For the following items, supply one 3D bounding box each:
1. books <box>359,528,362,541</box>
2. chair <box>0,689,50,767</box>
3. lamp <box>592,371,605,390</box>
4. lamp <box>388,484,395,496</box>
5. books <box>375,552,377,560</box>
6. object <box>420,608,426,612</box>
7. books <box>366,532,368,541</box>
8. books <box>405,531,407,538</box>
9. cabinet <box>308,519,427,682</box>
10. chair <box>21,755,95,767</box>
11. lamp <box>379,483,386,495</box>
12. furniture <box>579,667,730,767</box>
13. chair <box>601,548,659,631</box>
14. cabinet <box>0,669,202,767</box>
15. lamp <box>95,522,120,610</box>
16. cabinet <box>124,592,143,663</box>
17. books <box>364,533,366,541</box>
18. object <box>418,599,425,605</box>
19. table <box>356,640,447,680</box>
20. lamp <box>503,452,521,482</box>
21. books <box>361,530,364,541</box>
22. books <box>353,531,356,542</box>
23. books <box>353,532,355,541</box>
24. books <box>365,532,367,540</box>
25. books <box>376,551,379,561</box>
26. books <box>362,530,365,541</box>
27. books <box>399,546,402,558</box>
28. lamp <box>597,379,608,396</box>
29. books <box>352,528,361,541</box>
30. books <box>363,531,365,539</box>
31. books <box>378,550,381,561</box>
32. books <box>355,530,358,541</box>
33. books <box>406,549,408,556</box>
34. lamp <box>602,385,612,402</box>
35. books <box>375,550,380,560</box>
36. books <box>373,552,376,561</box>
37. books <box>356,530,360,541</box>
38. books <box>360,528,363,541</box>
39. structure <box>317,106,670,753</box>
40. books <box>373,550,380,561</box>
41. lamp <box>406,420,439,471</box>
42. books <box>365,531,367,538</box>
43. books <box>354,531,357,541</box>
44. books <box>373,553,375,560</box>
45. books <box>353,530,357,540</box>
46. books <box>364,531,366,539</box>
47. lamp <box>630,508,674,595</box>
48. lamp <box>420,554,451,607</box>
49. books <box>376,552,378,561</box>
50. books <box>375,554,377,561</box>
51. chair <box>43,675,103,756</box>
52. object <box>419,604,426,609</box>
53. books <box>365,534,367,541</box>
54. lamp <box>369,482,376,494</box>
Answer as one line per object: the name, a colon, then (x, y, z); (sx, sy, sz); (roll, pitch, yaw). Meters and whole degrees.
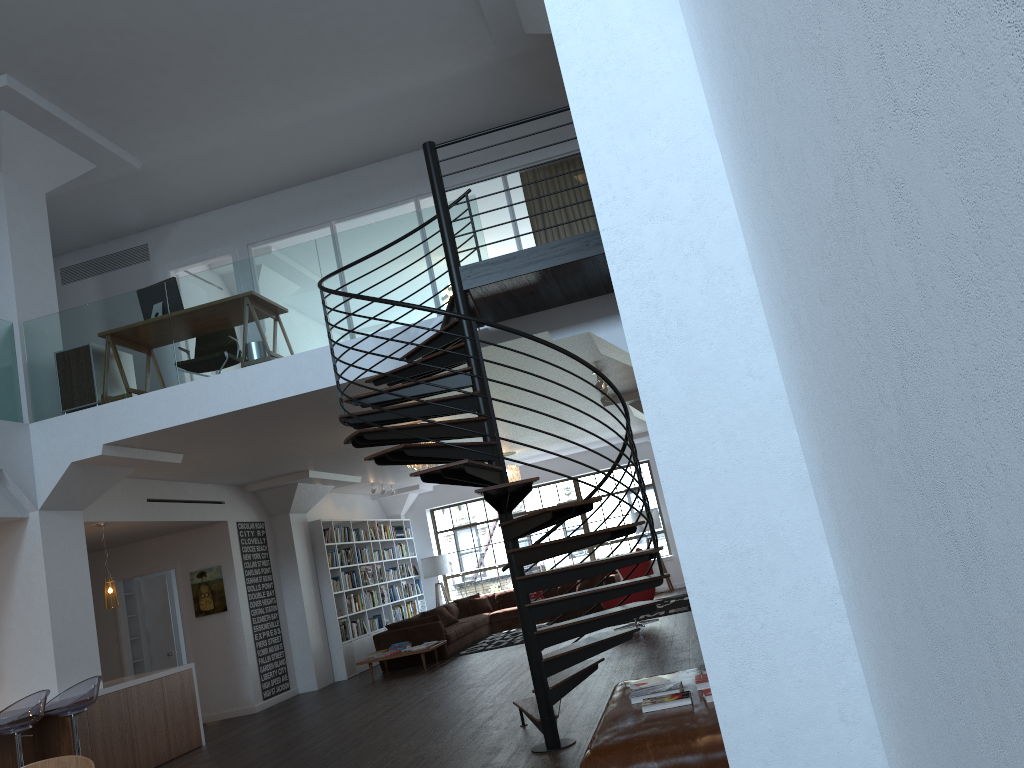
books: (-2.675, 2.617, 15.289); (0.158, 0.226, 0.052); (-14, -11, 9)
chair: (-3.669, 2.850, 6.613); (0.481, 1.014, 0.530); (-13, -11, 7)
lamp: (0.942, -0.035, 9.631); (0.120, 0.211, 0.111); (-9, -11, -16)
lamp: (-2.207, 1.952, 16.373); (0.120, 0.211, 0.111); (-9, -11, -16)
books: (-2.462, 3.080, 15.754); (0.107, 0.167, 0.017); (-14, -11, 9)
object: (-1.893, 4.509, 17.478); (0.331, 0.088, 0.410); (-14, -11, 9)
books: (-2.593, 2.692, 15.565); (0.110, 0.153, 0.019); (-14, -11, 9)
books: (-2.167, 3.001, 17.661); (0.120, 0.167, 0.020); (-14, -11, 9)
cabinet: (-2.485, 3.626, 15.651); (0.461, 2.414, 4.500); (-14, -11, 9)
chair: (-1.913, 1.952, 3.435); (0.629, 0.833, 0.618); (-13, -11, 4)
lamp: (-2.308, 1.876, 15.870); (0.120, 0.211, 0.111); (-6, -13, -31)
furniture: (0.883, 1.694, 4.179); (0.907, 0.453, 1.819); (-14, -11, 9)
chair: (1.604, 2.817, 12.236); (0.801, 1.006, 0.798); (-19, -13, 34)
cabinet: (-4.228, 3.223, 7.367); (0.898, 0.796, 4.493); (-14, -11, 9)
lamp: (-4.302, 1.930, 9.426); (0.149, 0.900, 0.149); (-4, -13, -35)
cabinet: (-5.376, 3.519, 13.446); (0.527, 2.991, 2.630); (-14, -11, 9)
books: (-2.624, 2.665, 15.461); (0.128, 0.178, 0.022); (-14, -11, 9)
object: (-1.936, 4.342, 17.512); (0.316, 0.088, 0.410); (-14, -11, 9)
table: (-1.543, 3.963, 12.687); (1.100, 0.271, 0.853); (-14, -11, 9)
lamp: (-0.087, 1.487, 15.407); (0.442, 0.539, 0.441); (-4, -14, -38)
books: (-2.646, 2.645, 15.370); (0.139, 0.191, 0.036); (-14, -11, 9)
books: (-2.716, 2.593, 14.987); (0.128, 0.178, 0.021); (-14, -11, 9)
books: (-2.721, 2.592, 14.960); (0.126, 0.173, 0.032); (-14, -11, 9)
books: (-2.616, 2.678, 15.533); (0.128, 0.178, 0.022); (-14, -11, 9)
books: (-2.457, 3.088, 15.831); (0.128, 0.178, 0.021); (-14, -11, 9)
books: (-2.641, 2.650, 15.411); (0.136, 0.196, 0.045); (-14, -11, 9)
books: (-2.230, 3.231, 17.019); (0.183, 0.253, 0.034); (-14, -11, 8)
lamp: (1.043, 0.041, 10.134); (0.120, 0.211, 0.111); (-6, -13, -31)
books: (-2.680, 2.607, 15.241); (0.140, 0.231, 0.042); (-14, -11, 9)
books: (-2.636, 2.653, 15.444); (0.127, 0.200, 0.020); (-14, -11, 9)
books: (-2.442, 3.090, 15.919); (0.146, 0.202, 0.027); (-14, -11, 9)
books: (-2.701, 2.594, 15.075); (0.146, 0.202, 0.027); (-14, -11, 9)
books: (-2.153, 3.311, 17.454); (0.168, 0.231, 0.037); (-14, -11, 8)
lamp: (1.142, 0.115, 10.625); (0.120, 0.211, 0.111); (-1, -15, -46)
books: (-2.455, 3.088, 15.895); (0.146, 0.202, 0.027); (-14, -11, 9)
books: (-2.478, 3.075, 15.706); (0.120, 0.167, 0.020); (-14, -11, 9)
books: (-2.689, 2.607, 15.155); (0.146, 0.202, 0.027); (-14, -11, 9)
books: (-2.662, 2.621, 15.336); (0.140, 0.231, 0.042); (-14, -11, 9)
structure: (-0.176, 0.293, 6.242); (1.998, 4.352, 1.998); (-6, -12, -30)
books: (-2.455, 3.087, 15.861); (0.139, 0.191, 0.036); (-14, -11, 9)
lamp: (-1.068, 0.743, 10.498); (0.442, 0.539, 0.441); (-4, -14, -38)
books: (-2.603, 2.681, 15.550); (0.109, 0.171, 0.018); (-14, -11, 9)
books: (-2.715, 2.591, 15.017); (0.139, 0.191, 0.036); (-14, -11, 9)
books: (-2.481, 3.075, 15.667); (0.110, 0.153, 0.019); (-14, -11, 9)
books: (-2.715, 2.592, 15.050); (0.146, 0.202, 0.027); (-14, -11, 9)
books: (-2.621, 2.669, 15.482); (0.128, 0.178, 0.021); (-14, -11, 9)
lamp: (2.700, 3.203, 16.972); (0.545, 1.579, 0.545); (-16, -11, 20)
lamp: (-1.416, 4.238, 17.746); (0.545, 1.579, 0.545); (-12, -11, -2)
books: (-2.462, 3.087, 15.805); (0.126, 0.173, 0.032); (-14, -11, 9)
books: (-2.466, 3.079, 15.730); (0.106, 0.162, 0.032); (-14, -11, 9)
chair: (-3.547, 2.943, 7.225); (0.481, 1.014, 0.530); (-14, -11, 11)
object: (-1.911, 4.424, 17.495); (0.331, 0.088, 0.410); (-14, -11, 9)
books: (-2.623, 2.671, 15.509); (0.134, 0.184, 0.030); (-14, -11, 9)
lamp: (-2.407, 1.801, 15.379); (0.120, 0.211, 0.111); (-1, -15, -46)
